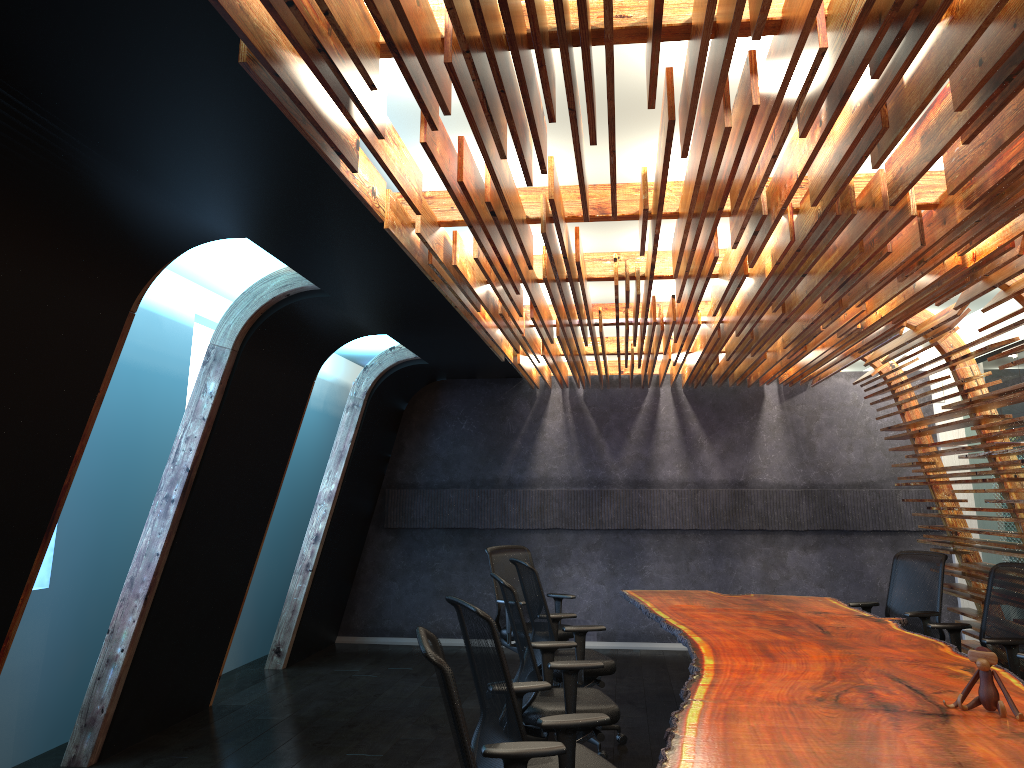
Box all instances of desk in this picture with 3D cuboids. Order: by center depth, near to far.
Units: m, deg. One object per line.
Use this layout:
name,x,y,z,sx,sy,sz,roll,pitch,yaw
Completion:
desk,1.614,1.899,4.796,2.035,0.838,6.495,-1,-8,7

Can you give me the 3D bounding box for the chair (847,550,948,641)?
chair,3.005,1.964,6.896,0.794,1.272,0.793,4,-13,-17

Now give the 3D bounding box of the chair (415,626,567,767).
chair,0.088,1.417,2.693,0.796,1.272,0.791,2,-13,-8

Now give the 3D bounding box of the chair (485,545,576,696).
chair,0.215,2.047,7.553,0.784,1.272,0.803,-11,-17,40

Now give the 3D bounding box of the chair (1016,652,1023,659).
chair,3.092,1.665,4.582,0.792,1.272,0.795,5,-14,-22

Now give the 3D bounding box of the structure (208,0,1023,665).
structure,1.737,0.606,4.632,4.526,3.069,11.189,-1,-8,7

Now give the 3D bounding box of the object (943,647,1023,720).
object,1.906,1.194,3.542,0.126,0.252,0.302,12,-15,-40

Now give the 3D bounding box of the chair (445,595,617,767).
chair,0.141,1.548,3.707,0.793,1.272,0.793,4,-14,-18

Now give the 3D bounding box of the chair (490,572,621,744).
chair,0.288,1.699,4.866,0.796,1.272,0.791,2,-13,-8

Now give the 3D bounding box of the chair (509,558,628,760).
chair,0.410,1.865,6.148,0.795,1.272,0.792,3,-13,-13

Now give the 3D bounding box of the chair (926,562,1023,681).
chair,3.022,1.804,5.657,0.796,1.272,0.791,1,-13,-3
